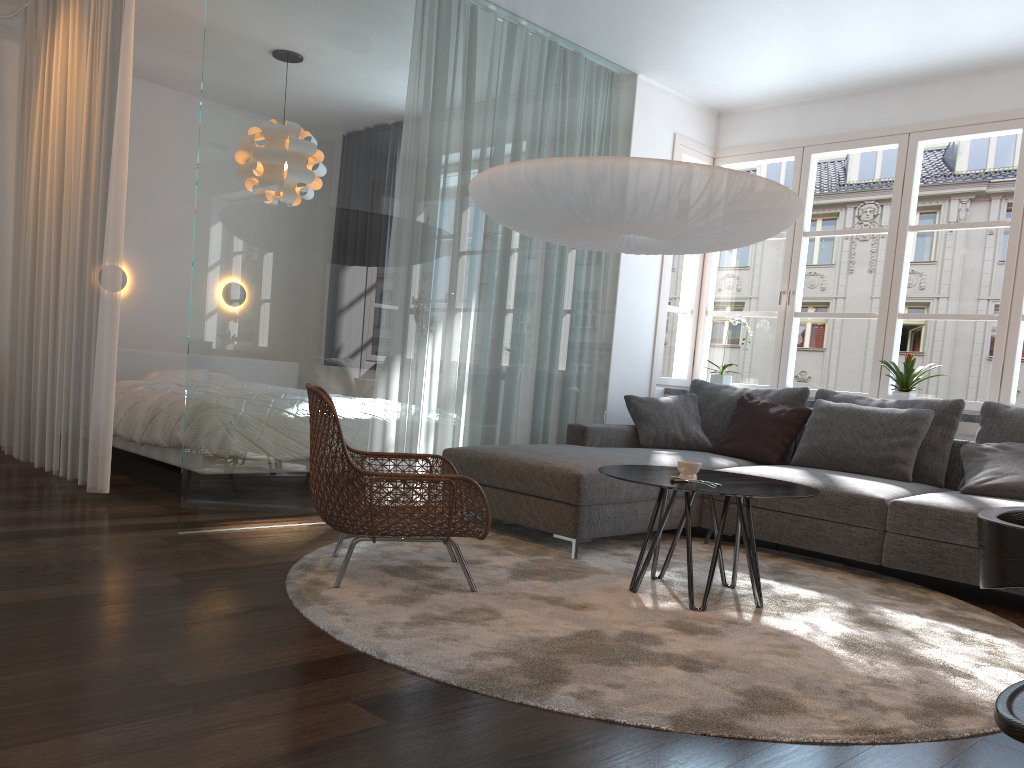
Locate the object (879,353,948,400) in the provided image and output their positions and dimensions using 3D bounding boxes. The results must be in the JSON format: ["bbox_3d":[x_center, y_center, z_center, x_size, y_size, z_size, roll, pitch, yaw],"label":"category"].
[{"bbox_3d":[2.348,-0.018,5.212,0.375,0.330,0.322,6,3,20],"label":"object"}]

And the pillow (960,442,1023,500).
[{"bbox_3d":[2.388,0.385,4.179,0.490,0.323,0.444,6,2,27],"label":"pillow"}]

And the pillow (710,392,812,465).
[{"bbox_3d":[1.464,0.259,5.226,0.311,0.405,0.518,2,4,-43],"label":"pillow"}]

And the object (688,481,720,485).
[{"bbox_3d":[0.717,0.366,3.288,0.124,0.010,0.026,5,1,11],"label":"object"}]

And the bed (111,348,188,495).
[{"bbox_3d":[-1.747,0.224,6.061,2.168,0.766,2.429,4,2,-45],"label":"bed"}]

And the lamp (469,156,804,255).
[{"bbox_3d":[0.532,-0.735,3.972,1.470,0.211,1.463,5,1,-8],"label":"lamp"}]

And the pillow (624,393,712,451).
[{"bbox_3d":[0.970,0.227,5.516,0.515,0.361,0.345,5,3,-6],"label":"pillow"}]

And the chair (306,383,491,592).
[{"bbox_3d":[-0.464,0.379,3.400,0.686,0.713,0.714,4,3,-12],"label":"chair"}]

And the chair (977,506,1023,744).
[{"bbox_3d":[0.929,0.553,1.278,0.517,0.675,0.593,8,4,43],"label":"chair"}]

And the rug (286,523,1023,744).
[{"bbox_3d":[0.564,0.826,3.529,2.828,0.012,2.835,5,1,25],"label":"rug"}]

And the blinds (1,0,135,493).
[{"bbox_3d":[-2.534,-0.873,4.961,0.154,2.750,1.797,0,6,-43],"label":"blinds"}]

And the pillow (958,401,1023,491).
[{"bbox_3d":[2.648,0.347,4.259,0.275,0.479,0.832,1,4,-45],"label":"pillow"}]

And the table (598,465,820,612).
[{"bbox_3d":[0.743,0.609,3.485,0.848,0.475,0.842,3,2,-43],"label":"table"}]

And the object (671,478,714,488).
[{"bbox_3d":[0.657,0.360,3.213,0.167,0.015,0.015,5,3,32],"label":"object"}]

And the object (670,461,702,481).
[{"bbox_3d":[0.654,0.330,3.358,0.139,0.069,0.091,4,2,-33],"label":"object"}]

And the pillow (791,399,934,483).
[{"bbox_3d":[1.902,0.301,4.820,0.292,0.399,0.663,1,4,-45],"label":"pillow"}]

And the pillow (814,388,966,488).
[{"bbox_3d":[2.015,0.284,4.909,0.277,0.477,0.835,1,4,-45],"label":"pillow"}]

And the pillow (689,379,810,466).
[{"bbox_3d":[1.398,0.226,5.513,0.275,0.480,0.832,1,4,-45],"label":"pillow"}]

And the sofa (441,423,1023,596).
[{"bbox_3d":[1.405,0.557,4.281,2.042,0.675,3.052,4,1,-45],"label":"sofa"}]

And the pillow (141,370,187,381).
[{"bbox_3d":[-2.313,-0.014,6.514,0.922,0.196,0.617,4,1,-45],"label":"pillow"}]

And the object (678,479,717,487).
[{"bbox_3d":[0.671,0.360,3.253,0.163,0.016,0.025,5,2,20],"label":"object"}]
